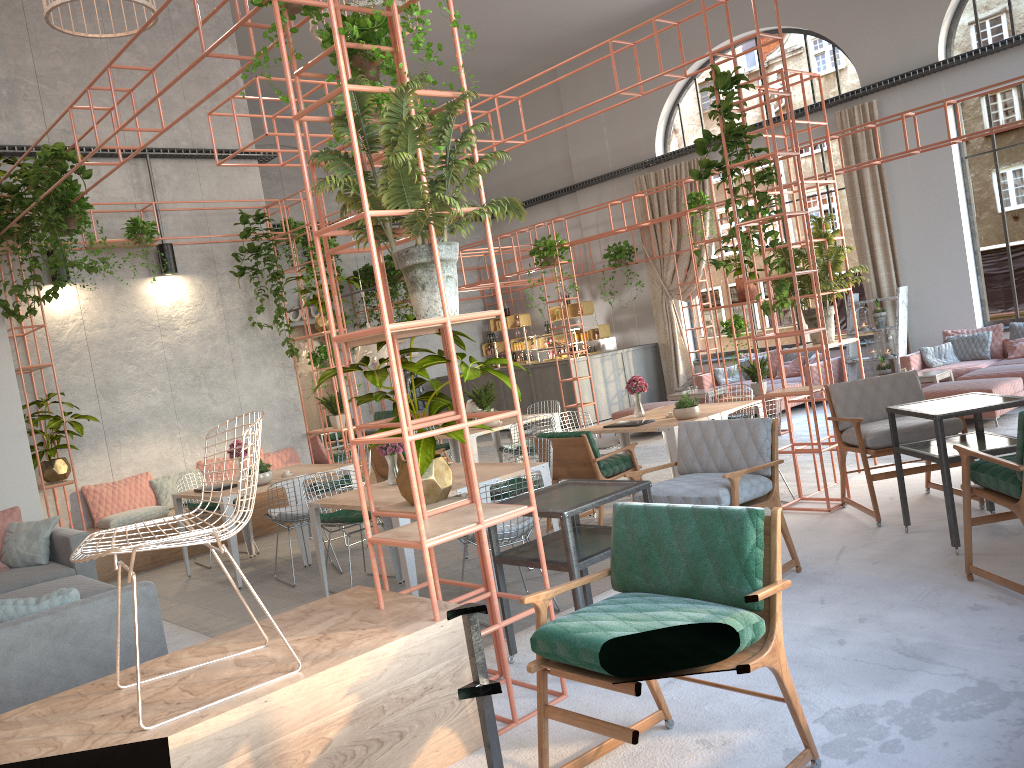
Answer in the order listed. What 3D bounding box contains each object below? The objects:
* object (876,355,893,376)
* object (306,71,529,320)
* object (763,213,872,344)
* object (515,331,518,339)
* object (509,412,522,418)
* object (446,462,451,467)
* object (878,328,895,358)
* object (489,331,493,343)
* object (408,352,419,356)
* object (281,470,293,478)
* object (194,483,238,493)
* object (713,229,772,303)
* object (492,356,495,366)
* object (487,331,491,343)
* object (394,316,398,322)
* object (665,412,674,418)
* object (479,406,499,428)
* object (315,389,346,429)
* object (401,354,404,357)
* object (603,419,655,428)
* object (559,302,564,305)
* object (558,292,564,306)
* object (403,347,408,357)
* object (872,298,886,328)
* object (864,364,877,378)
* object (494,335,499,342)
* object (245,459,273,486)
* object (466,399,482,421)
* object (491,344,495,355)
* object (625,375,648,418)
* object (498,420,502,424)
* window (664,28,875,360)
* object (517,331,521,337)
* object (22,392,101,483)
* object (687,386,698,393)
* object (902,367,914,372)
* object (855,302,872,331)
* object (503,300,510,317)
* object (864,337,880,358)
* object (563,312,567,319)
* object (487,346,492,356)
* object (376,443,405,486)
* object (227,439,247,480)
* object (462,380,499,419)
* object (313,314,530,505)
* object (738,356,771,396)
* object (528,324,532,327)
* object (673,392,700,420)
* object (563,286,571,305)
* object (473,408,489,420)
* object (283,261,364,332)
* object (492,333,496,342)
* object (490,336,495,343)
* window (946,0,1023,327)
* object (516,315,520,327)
[{"bbox_3d":[5.591,-0.218,13.316,0.236,0.464,0.225,-8,3,27],"label":"object"},{"bbox_3d":[-0.417,-0.819,3.785,0.894,1.101,0.900,-9,3,13],"label":"object"},{"bbox_3d":[2.614,-0.900,7.669,0.894,1.100,0.900,-10,3,-12],"label":"object"},{"bbox_3d":[0.102,-1.084,19.623,0.083,0.159,0.083,-11,3,-32],"label":"object"},{"bbox_3d":[0.021,0.384,10.904,0.218,0.041,0.218,-11,3,-33],"label":"object"},{"bbox_3d":[-0.555,0.623,6.176,0.247,0.247,0.252,-12,4,-41],"label":"object"},{"bbox_3d":[5.647,-0.628,13.371,0.216,0.430,0.219,-7,4,42],"label":"object"},{"bbox_3d":[-0.484,-1.092,20.368,0.066,0.291,0.066,-11,4,-35],"label":"object"},{"bbox_3d":[-2.138,-0.691,19.180,0.219,0.149,0.129,-12,4,-41],"label":"object"},{"bbox_3d":[-2.182,0.859,8.582,0.115,0.078,0.115,-12,4,-36],"label":"object"},{"bbox_3d":[-2.833,0.993,8.475,0.268,0.031,0.427,-12,4,-41],"label":"object"},{"bbox_3d":[3.114,-1.566,11.610,0.923,0.946,0.924,-9,3,15],"label":"object"},{"bbox_3d":[-0.420,-0.525,20.289,0.070,0.209,0.070,-7,4,39],"label":"object"},{"bbox_3d":[-0.540,-1.080,20.317,0.066,0.291,0.066,-8,3,18],"label":"object"},{"bbox_3d":[-2.511,-1.379,18.903,0.133,0.145,0.133,-9,3,11],"label":"object"},{"bbox_3d":[1.492,0.283,8.299,0.115,0.073,0.115,-7,4,43],"label":"object"},{"bbox_3d":[-0.279,0.376,10.088,0.248,0.247,0.254,-12,4,-41],"label":"object"},{"bbox_3d":[-2.277,0.317,11.446,0.438,0.527,0.368,-12,4,-41],"label":"object"},{"bbox_3d":[-2.354,-0.651,18.976,0.063,0.151,0.063,-7,4,35],"label":"object"},{"bbox_3d":[1.090,0.376,8.264,0.268,0.031,0.427,-12,4,-41],"label":"object"},{"bbox_3d":[1.025,-1.688,18.420,0.088,0.123,0.088,-9,3,15],"label":"object"},{"bbox_3d":[1.036,-1.793,18.654,0.134,0.301,0.134,-7,4,37],"label":"object"},{"bbox_3d":[-2.301,-0.690,19.037,0.081,0.204,0.081,-12,4,-41],"label":"object"},{"bbox_3d":[5.603,-1.085,13.544,0.212,0.457,0.217,-11,3,-25],"label":"object"},{"bbox_3d":[5.462,-0.132,13.523,0.208,0.320,0.192,-12,4,-36],"label":"object"},{"bbox_3d":[-0.351,-1.040,20.337,0.115,0.147,0.115,-9,3,3],"label":"object"},{"bbox_3d":[-2.354,0.817,8.225,0.248,0.247,0.254,-12,4,-41],"label":"object"},{"bbox_3d":[-0.443,0.339,10.832,0.241,0.313,0.241,-9,3,4],"label":"object"},{"bbox_3d":[-0.417,-0.794,20.246,0.072,0.248,0.094,-12,4,-41],"label":"object"},{"bbox_3d":[1.243,0.119,8.745,0.225,0.414,0.213,-7,4,41],"label":"object"},{"bbox_3d":[-0.172,0.432,10.386,0.115,0.078,0.115,-12,4,-36],"label":"object"},{"bbox_3d":[4.549,-3.356,15.758,0.089,5.538,4.127,-12,4,-41],"label":"window"},{"bbox_3d":[0.162,-1.091,19.554,0.083,0.159,0.083,-11,3,-32],"label":"object"},{"bbox_3d":[-4.778,0.553,9.155,0.934,0.919,0.903,-8,3,20],"label":"object"},{"bbox_3d":[2.923,0.117,14.470,0.199,0.145,0.156,-11,3,-27],"label":"object"},{"bbox_3d":[5.249,-0.134,11.820,0.199,0.145,0.156,-11,3,-27],"label":"object"},{"bbox_3d":[5.432,-1.090,13.740,0.216,0.500,0.216,-10,3,-9],"label":"object"},{"bbox_3d":[-0.135,-1.706,19.924,0.134,0.386,0.134,-10,3,-8],"label":"object"},{"bbox_3d":[5.525,-0.551,13.573,0.223,0.297,0.223,-11,3,-22],"label":"object"},{"bbox_3d":[1.122,-1.429,18.431,0.123,0.142,0.141,-12,4,-41],"label":"object"},{"bbox_3d":[-0.507,-0.760,20.373,0.131,0.207,0.131,-9,3,4],"label":"object"},{"bbox_3d":[-0.913,0.565,6.811,0.225,0.414,0.213,-7,4,41],"label":"object"},{"bbox_3d":[-2.716,0.760,8.865,0.225,0.414,0.213,-7,4,41],"label":"object"},{"bbox_3d":[-0.339,0.219,10.523,0.438,0.527,0.368,-12,4,-41],"label":"object"},{"bbox_3d":[-0.404,0.104,4.253,0.934,0.923,0.903,-9,3,15],"label":"object"},{"bbox_3d":[3.244,-0.104,11.704,0.438,0.527,0.368,-12,4,-41],"label":"object"},{"bbox_3d":[0.417,-1.185,19.436,0.075,0.273,0.075,-9,3,15],"label":"object"},{"bbox_3d":[1.569,0.200,8.015,0.247,0.247,0.252,-12,4,-41],"label":"object"},{"bbox_3d":[1.129,-1.842,18.484,0.134,0.386,0.134,-7,4,37],"label":"object"},{"bbox_3d":[-0.385,0.394,10.984,0.210,0.154,0.165,-7,4,38],"label":"object"},{"bbox_3d":[-2.387,-1.150,11.378,0.934,0.947,0.903,-9,3,10],"label":"object"},{"bbox_3d":[-0.423,-1.105,20.420,0.066,0.291,0.066,-10,3,-2],"label":"object"},{"bbox_3d":[-0.447,-1.019,20.250,0.115,0.147,0.115,-9,3,3],"label":"object"},{"bbox_3d":[8.054,-3.731,11.766,0.089,5.544,4.126,-12,4,-41],"label":"window"},{"bbox_3d":[0.145,-1.387,19.624,0.137,0.261,0.137,-10,3,-5],"label":"object"}]
